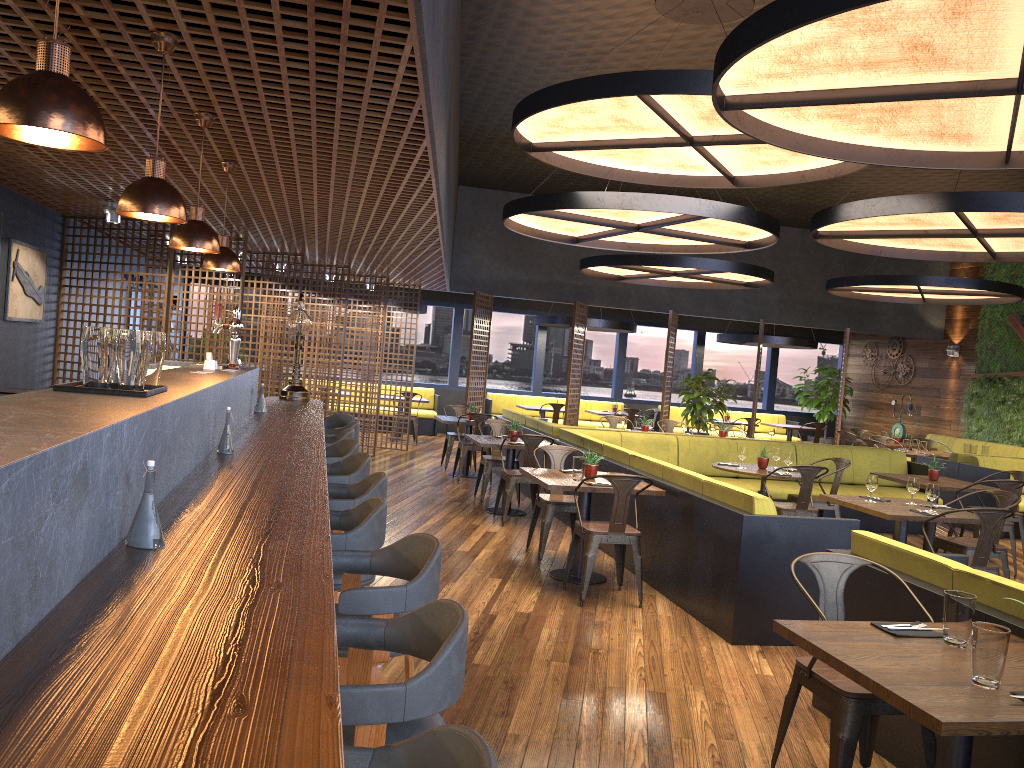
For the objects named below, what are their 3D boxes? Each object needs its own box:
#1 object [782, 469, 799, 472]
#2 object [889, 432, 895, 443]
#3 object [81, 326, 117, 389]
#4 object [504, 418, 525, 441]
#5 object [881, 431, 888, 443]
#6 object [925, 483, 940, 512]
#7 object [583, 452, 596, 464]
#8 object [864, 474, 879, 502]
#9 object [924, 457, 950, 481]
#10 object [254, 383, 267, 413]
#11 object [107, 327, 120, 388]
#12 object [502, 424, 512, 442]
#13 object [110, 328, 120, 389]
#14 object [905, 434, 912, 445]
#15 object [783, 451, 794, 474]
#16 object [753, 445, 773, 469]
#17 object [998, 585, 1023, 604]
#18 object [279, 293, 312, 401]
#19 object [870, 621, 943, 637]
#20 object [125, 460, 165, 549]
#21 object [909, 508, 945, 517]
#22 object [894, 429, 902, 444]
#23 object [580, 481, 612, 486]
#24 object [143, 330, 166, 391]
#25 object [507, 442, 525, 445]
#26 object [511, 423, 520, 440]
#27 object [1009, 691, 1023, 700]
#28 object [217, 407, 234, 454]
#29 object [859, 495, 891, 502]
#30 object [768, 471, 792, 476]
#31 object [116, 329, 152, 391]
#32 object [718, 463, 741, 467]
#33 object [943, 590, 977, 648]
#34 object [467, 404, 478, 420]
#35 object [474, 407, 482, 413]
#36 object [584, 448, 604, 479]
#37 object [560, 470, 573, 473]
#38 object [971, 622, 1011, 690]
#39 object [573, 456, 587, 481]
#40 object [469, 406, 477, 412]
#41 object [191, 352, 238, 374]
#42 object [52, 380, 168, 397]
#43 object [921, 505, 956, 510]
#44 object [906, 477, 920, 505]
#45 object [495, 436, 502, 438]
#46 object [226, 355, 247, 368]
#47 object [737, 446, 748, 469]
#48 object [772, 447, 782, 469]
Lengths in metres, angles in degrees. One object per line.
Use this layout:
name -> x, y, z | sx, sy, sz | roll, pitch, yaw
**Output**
object -> 2.763, 0.848, 8.737 | 0.255, 0.019, 0.157 | 5, 2, -10
object -> 6.452, 0.907, 15.073 | 0.102, 0.178, 0.102 | 5, 2, 23
object -> -1.326, -0.079, 2.840 | 0.105, 0.209, 0.105 | 5, 2, 23
object -> 0.036, 0.471, 9.454 | 0.260, 0.271, 0.238 | 5, 2, -11
object -> 6.270, 0.895, 14.954 | 0.102, 0.178, 0.102 | 4, 2, -27
object -> 3.110, 0.840, 6.568 | 0.097, 0.206, 0.097 | 4, 2, -21
object -> 0.605, 0.630, 6.966 | 0.102, 0.178, 0.102 | 4, 2, -27
object -> 2.773, 0.805, 6.840 | 0.097, 0.206, 0.097 | 4, 2, -21
object -> 4.279, 0.840, 8.956 | 0.260, 0.271, 0.238 | 5, 2, 23
object -> -1.779, 0.097, 6.275 | 0.114, 0.203, 0.069 | 5, 2, 22
object -> -1.377, -0.089, 3.062 | 0.105, 0.209, 0.105 | 5, 2, 23
object -> -0.062, 0.514, 9.238 | 0.102, 0.178, 0.102 | 4, 2, -27
object -> -1.291, -0.079, 2.958 | 0.105, 0.209, 0.105 | 5, 2, 23
object -> 6.641, 0.929, 14.853 | 0.102, 0.178, 0.102 | 5, 2, 23
object -> 2.636, 0.750, 8.460 | 0.097, 0.206, 0.097 | 5, 2, 12
object -> 2.462, 0.694, 8.699 | 0.238, 0.271, 0.260 | 5, 2, 9
object -> 1.785, 0.789, 2.930 | 0.238, 0.271, 0.260 | 5, 2, -7
object -> -1.899, -0.328, 7.895 | 0.263, 0.944, 0.566 | 4, 2, -20
object -> 1.446, 0.880, 3.201 | 0.255, 0.019, 0.157 | 4, 2, -13
object -> -0.873, 0.283, 2.114 | 0.114, 0.203, 0.069 | 6, 2, 38
object -> 2.998, 0.928, 6.432 | 0.157, 0.019, 0.255 | 4, 2, -12
object -> 6.469, 0.867, 14.876 | 0.238, 0.271, 0.260 | 5, 2, 9
object -> 0.619, 0.724, 6.482 | 0.255, 0.019, 0.157 | 4, 2, -13
object -> -1.267, -0.080, 3.094 | 0.105, 0.209, 0.105 | 5, 2, 23
object -> 0.046, 0.607, 9.118 | 0.255, 0.019, 0.157 | 4, 2, -13
object -> 0.032, 0.513, 9.602 | 0.102, 0.178, 0.102 | 4, 2, -27
object -> 1.555, 0.907, 2.546 | 0.255, 0.019, 0.157 | 4, 2, -13
object -> -1.262, 0.202, 3.926 | 0.069, 0.203, 0.114 | 4, 2, -23
object -> 2.870, 0.903, 6.982 | 0.157, 0.019, 0.255 | 4, 2, -12
object -> 2.509, 0.837, 8.335 | 0.157, 0.019, 0.255 | 5, 2, -6
object -> -1.218, -0.070, 2.851 | 0.105, 0.209, 0.105 | 5, 2, 23
object -> 2.164, 0.797, 8.764 | 0.255, 0.019, 0.157 | 5, 2, 20
object -> 1.536, 0.812, 3.055 | 0.102, 0.178, 0.102 | 4, 2, -27
object -> -0.533, 0.354, 12.067 | 0.260, 0.271, 0.238 | 5, 2, -11
object -> -0.466, 0.410, 11.934 | 0.102, 0.178, 0.102 | 5, 2, -7
object -> 0.602, 0.588, 6.793 | 0.238, 0.271, 0.260 | 5, 2, 9
object -> 0.515, 0.699, 7.111 | 0.255, 0.019, 0.157 | 4, 2, -13
object -> 1.422, 0.813, 2.647 | 0.102, 0.178, 0.102 | 5, 2, 23
object -> 0.497, 0.631, 6.594 | 0.102, 0.178, 0.102 | 5, 2, 23
object -> -0.543, 0.395, 12.245 | 0.102, 0.178, 0.102 | 5, 2, 3
object -> -1.735, -0.124, 5.202 | 0.200, 0.106, 0.766 | 4, 2, -12
object -> -1.326, 0.014, 2.959 | 0.273, 0.019, 0.437 | 4, 2, -12
object -> 3.254, 0.940, 6.808 | 0.255, 0.019, 0.157 | 4, 2, -12
object -> 3.123, 0.832, 6.910 | 0.097, 0.206, 0.097 | 4, 2, -12
object -> -0.058, 0.581, 9.748 | 0.255, 0.019, 0.157 | 4, 2, -13
object -> -1.949, -0.163, 6.279 | 0.091, 0.091, 0.177 | 4, 2, -37
object -> 2.234, 0.713, 8.599 | 0.097, 0.206, 0.097 | 6, 2, 29
object -> 2.636, 0.740, 8.844 | 0.097, 0.206, 0.097 | 6, 2, 26
